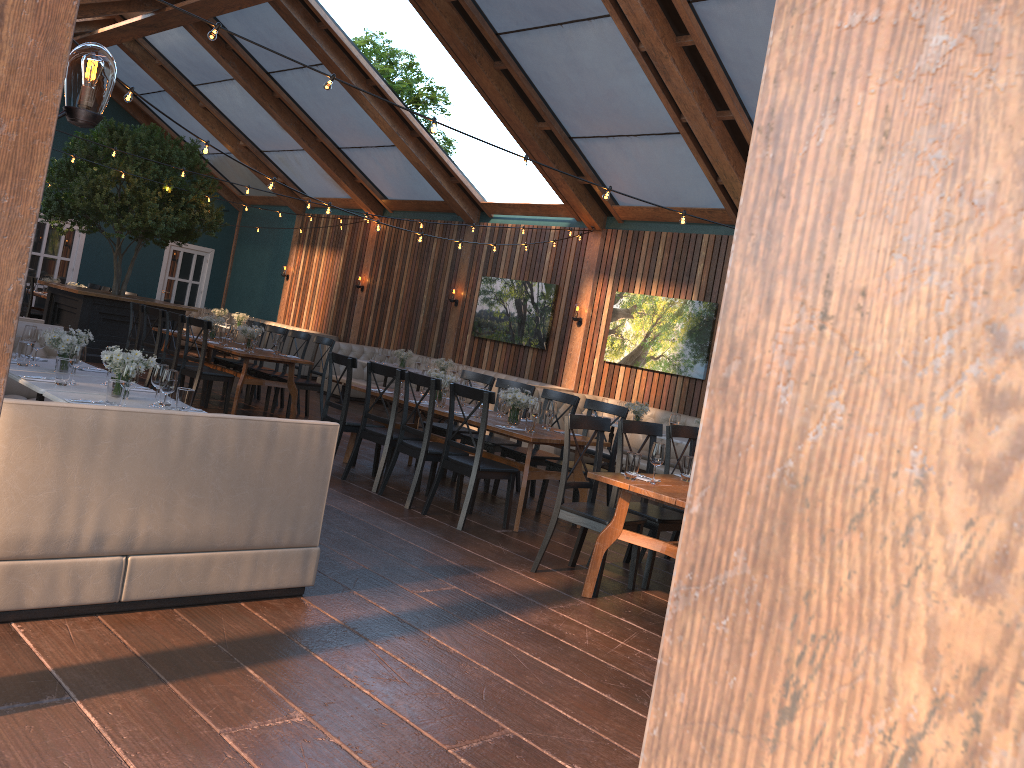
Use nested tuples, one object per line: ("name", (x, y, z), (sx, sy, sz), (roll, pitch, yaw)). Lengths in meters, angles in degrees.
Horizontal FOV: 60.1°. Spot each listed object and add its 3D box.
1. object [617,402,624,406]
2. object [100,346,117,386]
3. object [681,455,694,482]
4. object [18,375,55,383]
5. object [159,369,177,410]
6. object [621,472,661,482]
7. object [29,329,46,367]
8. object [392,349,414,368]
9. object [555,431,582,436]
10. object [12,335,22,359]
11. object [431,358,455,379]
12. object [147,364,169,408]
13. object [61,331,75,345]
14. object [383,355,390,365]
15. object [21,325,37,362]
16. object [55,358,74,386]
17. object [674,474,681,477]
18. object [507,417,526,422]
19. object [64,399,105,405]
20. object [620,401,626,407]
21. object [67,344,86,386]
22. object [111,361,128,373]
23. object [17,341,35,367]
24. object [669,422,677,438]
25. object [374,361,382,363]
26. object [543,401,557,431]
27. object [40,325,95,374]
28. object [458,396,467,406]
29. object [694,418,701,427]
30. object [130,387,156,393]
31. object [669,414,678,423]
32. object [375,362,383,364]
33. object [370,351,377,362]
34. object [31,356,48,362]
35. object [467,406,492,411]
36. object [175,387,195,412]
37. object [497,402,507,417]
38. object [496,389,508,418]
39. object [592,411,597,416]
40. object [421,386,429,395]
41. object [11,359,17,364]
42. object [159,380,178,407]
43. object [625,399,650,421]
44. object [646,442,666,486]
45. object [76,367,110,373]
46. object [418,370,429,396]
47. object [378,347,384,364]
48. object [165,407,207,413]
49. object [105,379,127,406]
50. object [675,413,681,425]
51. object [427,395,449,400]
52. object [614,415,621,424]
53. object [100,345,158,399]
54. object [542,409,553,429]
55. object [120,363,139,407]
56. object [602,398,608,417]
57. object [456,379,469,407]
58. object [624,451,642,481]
("object", (1.257, 0.335, 10.422), (0.092, 0.245, 0.092), (10, 0, 3))
("object", (-2.556, -0.114, 5.619), (0.092, 0.245, 0.092), (10, 0, -3))
("object", (1.127, 0.543, 5.661), (0.091, 0.158, 0.092), (10, 0, -19))
("object", (-2.822, -0.033, 5.331), (0.253, 0.019, 0.158), (7, 4, -45))
("object", (-1.908, 0.043, 4.889), (0.092, 0.245, 0.092), (10, 0, -3))
("object", (0.803, 0.568, 5.394), (0.156, 0.019, 0.257), (8, 4, -45))
("object", (-3.174, -0.242, 5.916), (0.092, 0.245, 0.092), (10, 0, 3))
("object", (-1.672, -0.396, 13.565), (0.334, 0.310, 0.331), (10, 1, -33))
("object", (0.455, 0.403, 7.356), (0.253, 0.019, 0.158), (7, 4, -45))
("object", (-3.448, -0.259, 6.112), (0.092, 0.158, 0.091), (10, 0, 31))
("object", (-1.003, -0.238, 12.887), (0.334, 0.310, 0.331), (10, 1, -29))
("object", (-2.033, 0.009, 5.088), (0.092, 0.245, 0.092), (10, 0, -3))
("object", (-3.114, -0.245, 6.186), (0.092, 0.245, 0.092), (10, 0, 3))
("object", (-1.922, -0.362, 13.514), (0.092, 0.158, 0.091), (10, 0, 31))
("object", (-3.334, -0.281, 6.096), (0.092, 0.245, 0.092), (10, 0, 3))
("object", (-2.664, -0.071, 5.254), (0.092, 0.158, 0.091), (10, 0, 31))
("object", (1.208, 0.621, 5.811), (0.156, 0.019, 0.257), (8, 4, -45))
("object", (0.067, 0.309, 7.802), (0.253, 0.019, 0.158), (7, 4, -45))
("object", (-2.265, 0.098, 4.769), (0.253, 0.019, 0.158), (7, 4, -45))
("object", (1.318, 0.333, 10.692), (0.092, 0.245, 0.092), (10, 0, 3))
("object", (-2.641, -0.116, 5.363), (0.092, 0.245, 0.092), (10, 0, -3))
("object", (-2.548, -0.074, 5.727), (0.092, 0.158, 0.091), (10, 0, 31))
("object", (-3.198, -0.197, 5.807), (0.092, 0.158, 0.091), (10, 0, 31))
("object", (1.767, 0.507, 9.760), (0.092, 0.158, 0.091), (10, 0, 31))
("object", (-2.108, -0.349, 13.964), (0.156, 0.019, 0.257), (8, 4, -45))
("object", (0.315, 0.265, 7.324), (0.092, 0.245, 0.092), (10, 0, -3))
("object", (-2.953, -0.231, 5.851), (0.327, 0.310, 0.338), (10, 1, -23))
("object", (-0.457, 0.120, 8.236), (0.091, 0.158, 0.092), (10, 0, -19))
("object", (2.153, 0.504, 9.694), (0.337, 0.310, 0.328), (11, 1, 19))
("object", (-2.416, 0.025, 5.648), (0.253, 0.019, 0.158), (7, 4, -45))
("object", (1.790, 0.462, 9.869), (0.092, 0.245, 0.092), (10, 0, -3))
("object", (-2.079, -0.324, 13.591), (0.253, 0.019, 0.158), (7, 4, -45))
("object", (-2.172, -0.424, 13.818), (0.092, 0.158, 0.091), (10, 0, 31))
("object", (-3.384, -0.184, 6.258), (0.156, 0.019, 0.257), (8, 4, -45))
("object", (-0.311, 0.221, 8.163), (0.253, 0.019, 0.158), (7, 4, -45))
("object", (-1.809, 0.105, 4.873), (0.092, 0.158, 0.091), (10, 0, 31))
("object", (-0.086, 0.206, 7.881), (0.091, 0.158, 0.092), (10, 0, -19))
("object", (-0.083, 0.169, 7.763), (0.092, 0.245, 0.092), (10, 0, -3))
("object", (0.984, 0.319, 10.618), (0.092, 0.158, 0.091), (10, 0, 31))
("object", (-0.845, 0.026, 8.677), (0.091, 0.158, 0.092), (10, 0, -9))
("object", (-3.355, -0.159, 5.884), (0.253, 0.019, 0.158), (7, 4, -45))
("object", (-2.025, 0.049, 5.195), (0.092, 0.158, 0.091), (10, 0, 31))
("object", (1.475, 0.346, 10.353), (0.327, 0.310, 0.338), (10, 1, -23))
("object", (0.851, 0.471, 5.233), (0.092, 0.245, 0.092), (10, 0, -3))
("object", (-2.973, -0.107, 6.215), (0.253, 0.019, 0.158), (7, 4, -45))
("object", (-0.849, -0.011, 8.547), (0.092, 0.245, 0.092), (10, 0, 3))
("object", (-2.058, -0.446, 13.803), (0.092, 0.245, 0.092), (10, 0, 3))
("object", (-1.893, 0.148, 5.116), (0.253, 0.019, 0.158), (7, 4, -45))
("object", (-2.107, 0.060, 4.692), (0.092, 0.158, 0.091), (10, 0, 31))
("object", (1.876, 0.464, 10.126), (0.092, 0.245, 0.092), (10, 0, -3))
("object", (-0.713, 0.125, 8.598), (0.253, 0.019, 0.158), (7, 4, -45))
("object", (1.234, 0.380, 10.313), (0.092, 0.158, 0.091), (10, 0, 31))
("object", (-2.275, -0.073, 5.191), (0.337, 0.310, 0.328), (11, 1, 19))
("object", (0.300, 0.300, 7.432), (0.091, 0.158, 0.092), (10, 0, -19))
("object", (-2.084, 0.015, 4.801), (0.092, 0.245, 0.092), (10, 0, -3))
("object", (1.098, 0.297, 10.602), (0.092, 0.245, 0.092), (10, 0, 3))
("object", (-0.454, 0.083, 8.115), (0.092, 0.245, 0.092), (10, 0, -3))
("object", (0.714, 0.488, 5.254), (0.091, 0.158, 0.092), (10, 0, -19))
